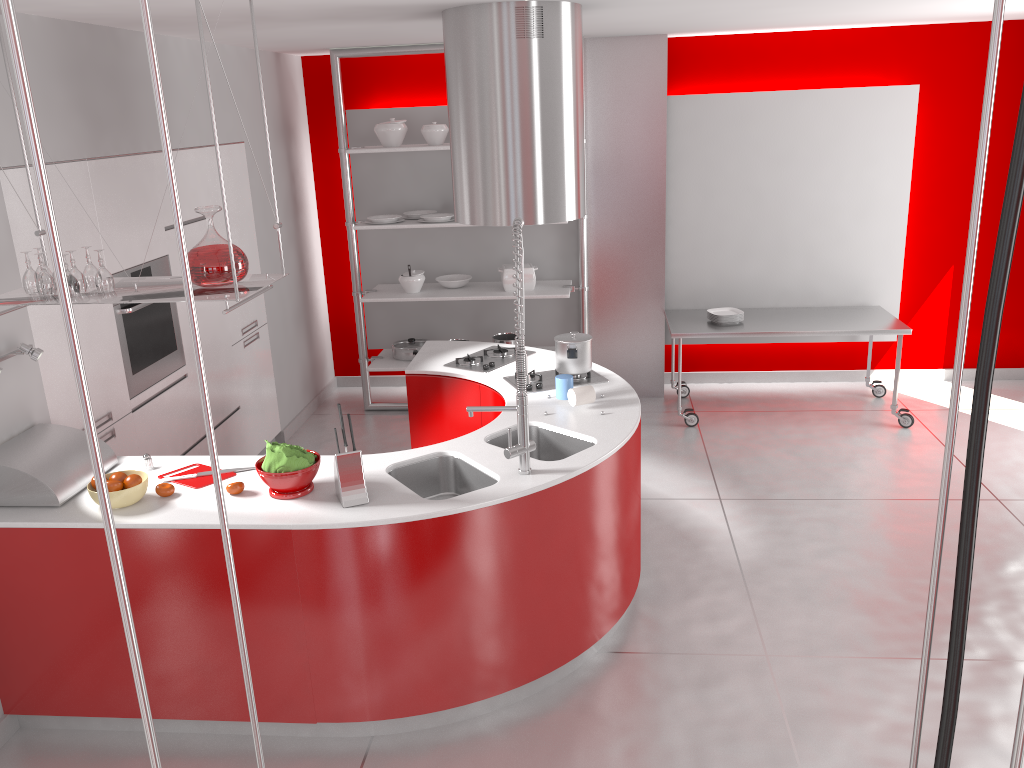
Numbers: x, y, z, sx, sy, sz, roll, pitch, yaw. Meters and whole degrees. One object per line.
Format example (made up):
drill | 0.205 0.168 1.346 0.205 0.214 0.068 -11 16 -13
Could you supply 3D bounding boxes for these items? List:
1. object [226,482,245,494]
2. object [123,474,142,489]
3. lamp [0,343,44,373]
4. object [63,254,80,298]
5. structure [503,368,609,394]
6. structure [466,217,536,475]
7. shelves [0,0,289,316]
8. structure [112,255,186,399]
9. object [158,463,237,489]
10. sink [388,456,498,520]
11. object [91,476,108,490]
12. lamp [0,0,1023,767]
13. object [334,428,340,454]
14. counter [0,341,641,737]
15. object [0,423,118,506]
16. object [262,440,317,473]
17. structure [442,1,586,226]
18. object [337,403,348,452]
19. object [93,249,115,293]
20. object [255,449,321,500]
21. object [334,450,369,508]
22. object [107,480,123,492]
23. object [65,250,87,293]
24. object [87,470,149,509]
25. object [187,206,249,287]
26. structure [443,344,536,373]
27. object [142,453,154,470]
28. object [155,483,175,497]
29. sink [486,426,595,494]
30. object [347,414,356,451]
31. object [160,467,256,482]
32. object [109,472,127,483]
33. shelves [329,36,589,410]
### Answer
object | -0.999 0.373 3.201 0.064 0.048 0.063 -7 18 -15
object | -1.357 0.348 3.172 0.066 0.049 0.062 2 18 14
lamp | -1.842 -0.079 3.206 0.155 0.081 0.454 -1 17 6
object | -1.471 -0.357 2.935 0.060 0.141 0.060 -8 18 -16
structure | 0.212 -0.038 4.365 0.457 0.037 0.303 -8 18 -18
structure | -0.008 -0.126 3.196 0.308 0.920 0.178 -17 22 -38
shelves | -1.316 -0.769 2.922 0.934 1.023 0.462 -1 17 6
structure | -1.783 -0.297 4.403 0.050 0.589 0.599 -1 17 6
object | -1.199 0.349 3.377 0.266 0.006 0.168 8 20 31
sink | -0.257 0.435 3.333 0.326 0.172 0.428 -13 20 -31
object | -1.467 0.352 3.159 0.055 0.058 0.066 -5 18 -8
lamp | 0.012 0.015 0.233 0.304 1.025 0.304 -1 17 6
object | -0.600 0.255 3.085 0.009 0.197 0.091 -10 19 -22
counter | -0.542 0.626 3.883 1.868 0.880 2.865 12 22 38
object | -1.739 0.295 3.331 0.300 0.170 0.400 -1 17 6
object | -0.791 0.279 3.176 0.198 0.182 0.193 1 18 11
structure | 0.019 -1.271 4.226 0.644 0.958 0.644 -11 19 -26
object | -0.579 0.236 3.098 0.014 0.322 0.150 -10 19 -22
object | -1.388 -0.383 3.006 0.060 0.141 0.060 -1 17 6
object | -0.799 0.331 3.192 0.229 0.118 0.228 -10 19 -21
object | -0.566 0.316 3.096 0.091 0.178 0.137 -9 18 -20
object | -1.411 0.361 3.138 0.065 0.052 0.062 -5 18 -9
object | -1.487 -0.382 3.016 0.060 0.141 0.060 -1 17 6
object | -1.398 0.385 3.162 0.201 0.086 0.201 0 17 7
object | -1.013 -0.466 3.008 0.213 0.266 0.213 9 21 33
structure | -0.116 -0.151 4.771 0.303 0.037 0.457 10 21 34
object | -1.422 0.302 3.457 0.043 0.066 0.042 3 18 19
object | -1.254 0.384 3.209 0.065 0.047 0.063 -1 17 6
sink | 0.118 0.328 3.623 0.428 0.172 0.326 14 24 43
object | -0.549 0.249 3.104 0.012 0.279 0.130 -10 19 -22
object | -1.144 0.337 3.386 0.375 0.008 0.041 -8 18 -16
object | -1.418 0.343 3.197 0.066 0.049 0.062 -2 17 3
shelves | -0.329 -1.047 6.323 1.735 2.599 0.535 -1 17 6
